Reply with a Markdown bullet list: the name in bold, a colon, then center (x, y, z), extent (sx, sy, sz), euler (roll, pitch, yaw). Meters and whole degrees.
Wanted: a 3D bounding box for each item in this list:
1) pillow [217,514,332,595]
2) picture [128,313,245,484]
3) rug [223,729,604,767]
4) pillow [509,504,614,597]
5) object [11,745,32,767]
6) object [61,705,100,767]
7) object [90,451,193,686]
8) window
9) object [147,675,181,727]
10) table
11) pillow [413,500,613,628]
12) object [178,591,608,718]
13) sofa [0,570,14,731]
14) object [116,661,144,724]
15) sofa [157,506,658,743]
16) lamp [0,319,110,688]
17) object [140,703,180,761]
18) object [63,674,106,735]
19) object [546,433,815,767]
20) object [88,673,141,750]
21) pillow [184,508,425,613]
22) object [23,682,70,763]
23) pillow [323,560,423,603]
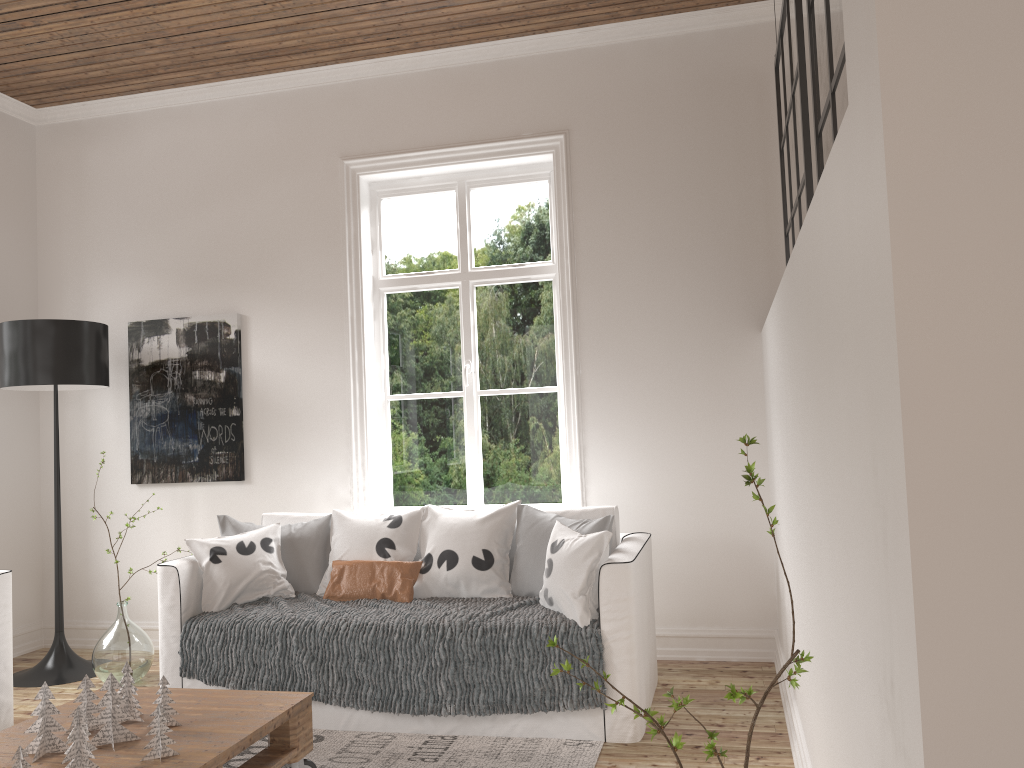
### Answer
- **pillow**: center (-1.050, 0.789, 3.994), extent (0.541, 0.431, 0.282), euler (-2, -3, -13)
- **picture**: center (-1.800, 0.087, 4.888), extent (0.680, 0.908, 0.041), euler (-3, -3, 14)
- **rug**: center (-1.026, 1.287, 2.347), extent (2.254, 0.003, 2.474), euler (-3, -3, 14)
- **pillow**: center (0.216, 0.721, 3.654), extent (0.292, 0.437, 0.546), euler (0, -4, -43)
- **object**: center (-1.168, 0.918, 2.101), extent (0.068, 0.124, 0.072), euler (-2, -3, -2)
- **object**: center (-1.086, 0.894, 2.217), extent (0.097, 0.178, 0.103), euler (-1, -3, -23)
- **object**: center (-1.815, 0.878, 4.364), extent (0.275, 1.117, 0.515), euler (-4, -3, 30)
- **window**: center (-0.237, -0.202, 4.708), extent (1.055, 1.872, 0.120), euler (-3, -3, 14)
- **object**: center (-1.018, 0.926, 2.595), extent (0.075, 0.147, 0.075), euler (1, -4, -45)
- **table**: center (-1.159, 1.145, 2.381), extent (0.821, 0.300, 1.189), euler (-3, -3, 14)
- **pillow**: center (0.018, 0.718, 3.624), extent (1.081, 0.450, 0.403), euler (-5, -4, 38)
- **object**: center (-0.433, 1.048, 3.633), extent (1.704, 0.390, 0.656), euler (-3, -3, 14)
- **sofa**: center (-2.663, 0.991, 2.782), extent (0.866, 0.776, 1.960), euler (-3, -3, 14)
- **object**: center (-1.156, 0.921, 2.666), extent (0.090, 0.176, 0.090), euler (-1, -3, -24)
- **sofa**: center (-0.409, 0.948, 3.782), extent (1.960, 0.776, 0.866), euler (-3, -3, 14)
- **lamp**: center (-2.304, 0.576, 4.496), extent (0.499, 1.754, 0.499), euler (-3, -3, 11)
- **object**: center (-0.927, 0.912, 2.334), extent (0.072, 0.142, 0.073), euler (-4, -3, 21)
- **object**: center (-1.235, 0.926, 2.580), extent (0.095, 0.164, 0.090), euler (-4, -3, 20)
- **object**: center (0.143, 0.626, 1.088), extent (0.515, 1.117, 0.275), euler (-1, -3, -20)
- **object**: center (-1.109, 0.899, 2.462), extent (0.107, 0.195, 0.113), euler (-3, -3, 20)
- **pillow**: center (-0.884, 0.776, 3.868), extent (1.020, 0.414, 0.417), euler (-2, -3, -4)
- **object**: center (-1.268, 0.904, 2.409), extent (0.106, 0.193, 0.112), euler (-5, -4, 41)
- **pillow**: center (-0.589, 0.835, 3.730), extent (0.420, 0.179, 0.127), euler (-3, -3, 15)
